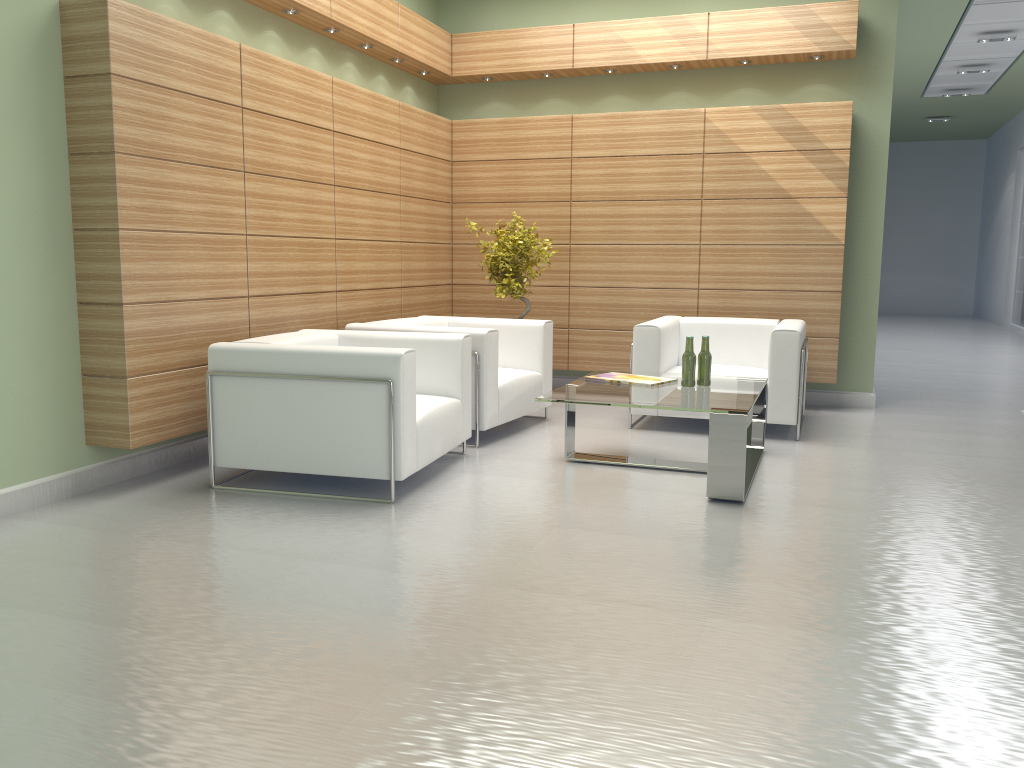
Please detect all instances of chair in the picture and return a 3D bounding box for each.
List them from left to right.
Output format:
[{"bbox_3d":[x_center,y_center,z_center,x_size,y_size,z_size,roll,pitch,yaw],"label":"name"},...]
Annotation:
[{"bbox_3d":[-1.465,0.192,8.101,1.802,1.234,1.894,3,8,15],"label":"chair"},{"bbox_3d":[-0.658,-0.107,10.261,1.769,1.234,1.894,4,9,25],"label":"chair"},{"bbox_3d":[2.517,-0.136,10.643,1.894,1.234,1.802,3,9,20],"label":"chair"}]

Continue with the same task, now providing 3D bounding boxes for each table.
[{"bbox_3d":[1.398,0.398,8.370,1.783,0.742,2.197,3,9,20],"label":"table"}]

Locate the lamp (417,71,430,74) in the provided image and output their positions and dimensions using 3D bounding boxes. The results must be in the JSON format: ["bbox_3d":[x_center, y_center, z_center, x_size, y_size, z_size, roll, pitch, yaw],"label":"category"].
[{"bbox_3d":[-1.229,-4.369,12.367,0.181,0.074,0.181,1,8,3],"label":"lamp"}]

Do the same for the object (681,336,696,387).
[{"bbox_3d":[1.662,-0.210,8.329,0.131,0.475,0.131,-2,8,-15],"label":"object"}]

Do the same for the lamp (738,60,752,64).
[{"bbox_3d":[3.034,-4.218,11.545,0.181,0.074,0.181,-2,9,-19],"label":"lamp"}]

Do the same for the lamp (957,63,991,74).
[{"bbox_3d":[10.518,-7.179,20.205,0.657,0.159,0.286,3,9,20],"label":"lamp"}]

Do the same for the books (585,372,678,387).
[{"bbox_3d":[1.175,-0.048,8.767,0.762,0.025,0.508,7,10,39],"label":"books"}]

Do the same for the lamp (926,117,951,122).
[{"bbox_3d":[13.076,-8.147,27.200,0.657,0.159,0.286,3,9,20],"label":"lamp"}]

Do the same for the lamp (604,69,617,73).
[{"bbox_3d":[1.347,-4.317,12.148,0.181,0.074,0.181,-2,9,-19],"label":"lamp"}]

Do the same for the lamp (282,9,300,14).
[{"bbox_3d":[-2.333,-3.951,9.348,0.181,0.074,0.181,-1,8,-8],"label":"lamp"}]

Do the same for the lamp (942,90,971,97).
[{"bbox_3d":[11.556,-7.572,23.043,0.657,0.159,0.286,3,9,20],"label":"lamp"}]

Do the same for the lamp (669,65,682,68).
[{"bbox_3d":[2.185,-4.268,11.848,0.181,0.074,0.181,2,8,14],"label":"lamp"}]

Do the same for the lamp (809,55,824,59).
[{"bbox_3d":[3.866,-4.169,11.247,0.181,0.074,0.181,2,8,14],"label":"lamp"}]

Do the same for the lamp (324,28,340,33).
[{"bbox_3d":[-2.055,-4.056,10.106,0.181,0.074,0.181,1,8,3],"label":"lamp"}]

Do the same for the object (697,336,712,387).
[{"bbox_3d":[1.825,-0.218,8.398,0.131,0.475,0.131,-2,8,-15],"label":"object"}]

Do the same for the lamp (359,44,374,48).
[{"bbox_3d":[-1.783,-4.159,10.850,0.181,0.074,0.181,1,8,3],"label":"lamp"}]

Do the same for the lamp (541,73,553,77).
[{"bbox_3d":[0.492,-4.367,12.454,0.181,0.074,0.181,2,8,14],"label":"lamp"}]

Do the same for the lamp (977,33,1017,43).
[{"bbox_3d":[9.450,-6.775,17.286,0.657,0.159,0.286,3,9,20],"label":"lamp"}]

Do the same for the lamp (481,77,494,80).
[{"bbox_3d":[-0.353,-4.417,12.756,0.181,0.074,0.181,2,8,14],"label":"lamp"}]

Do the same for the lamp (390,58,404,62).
[{"bbox_3d":[-1.504,-4.265,11.614,0.181,0.074,0.181,-1,8,-8],"label":"lamp"}]

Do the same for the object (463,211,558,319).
[{"bbox_3d":[-0.056,-0.983,11.674,1.201,2.565,1.116,-1,8,-12],"label":"object"}]
